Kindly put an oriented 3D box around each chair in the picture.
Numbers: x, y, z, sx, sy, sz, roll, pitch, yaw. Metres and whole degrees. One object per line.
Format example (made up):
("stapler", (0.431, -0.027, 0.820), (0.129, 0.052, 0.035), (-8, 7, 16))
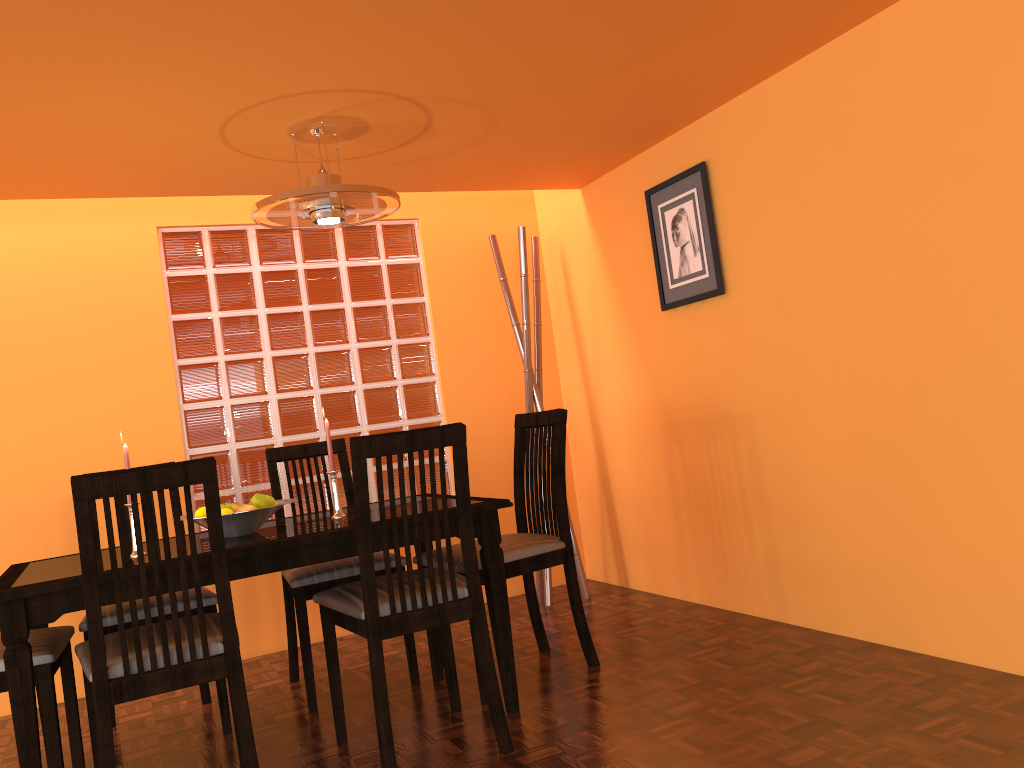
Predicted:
("chair", (-1.348, 0.670, 2.168), (0.465, 0.809, 0.373), (-7, -2, -20))
("chair", (-0.030, 0.509, 2.782), (0.465, 0.809, 0.373), (-7, -2, -30))
("chair", (-1.111, 0.656, 2.704), (0.373, 0.809, 0.465), (-7, -2, -25))
("chair", (-0.274, 0.525, 2.255), (0.373, 0.809, 0.465), (-7, -2, -25))
("chair", (-0.592, 0.592, 2.949), (0.373, 0.809, 0.465), (-7, -2, -25))
("chair", (-0.793, 0.588, 2.010), (0.373, 0.809, 0.465), (-7, -2, -25))

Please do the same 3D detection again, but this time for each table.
("table", (-0.670, 0.700, 2.446), (1.259, 0.584, 0.697), (-7, -2, -25))

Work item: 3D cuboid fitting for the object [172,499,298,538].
("object", (-0.757, 0.381, 2.451), (0.337, 0.072, 0.337), (-9, -2, 31))

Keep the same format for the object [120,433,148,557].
("object", (-0.976, 0.277, 2.271), (0.044, 0.326, 0.044), (-6, -2, -36))

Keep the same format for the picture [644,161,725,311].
("picture", (0.607, -0.513, 3.157), (0.014, 0.456, 0.361), (-7, -2, -25))

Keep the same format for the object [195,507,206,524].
("object", (-0.822, 0.352, 2.378), (0.055, 0.046, 0.046), (-6, -3, -42))

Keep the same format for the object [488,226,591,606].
("object", (0.119, 0.132, 3.768), (0.226, 1.589, 0.308), (-8, -2, -3))

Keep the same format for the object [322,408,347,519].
("object", (-0.524, 0.225, 2.577), (0.044, 0.326, 0.044), (-6, -2, -36))

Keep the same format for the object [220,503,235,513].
("object", (-0.797, 0.371, 2.467), (0.087, 0.076, 0.089), (-7, -2, -19))

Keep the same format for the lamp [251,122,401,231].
("lamp", (-0.560, -0.616, 2.625), (0.435, 0.274, 0.435), (-8, -2, -3))

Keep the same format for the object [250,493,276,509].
("object", (-0.698, 0.338, 2.485), (0.069, 0.066, 0.069), (-7, -2, -15))

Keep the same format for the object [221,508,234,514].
("object", (-0.771, 0.357, 2.376), (0.055, 0.046, 0.046), (-9, -2, 28))

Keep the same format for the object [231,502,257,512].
("object", (-0.719, 0.352, 2.409), (0.066, 0.070, 0.055), (-6, -3, -44))
